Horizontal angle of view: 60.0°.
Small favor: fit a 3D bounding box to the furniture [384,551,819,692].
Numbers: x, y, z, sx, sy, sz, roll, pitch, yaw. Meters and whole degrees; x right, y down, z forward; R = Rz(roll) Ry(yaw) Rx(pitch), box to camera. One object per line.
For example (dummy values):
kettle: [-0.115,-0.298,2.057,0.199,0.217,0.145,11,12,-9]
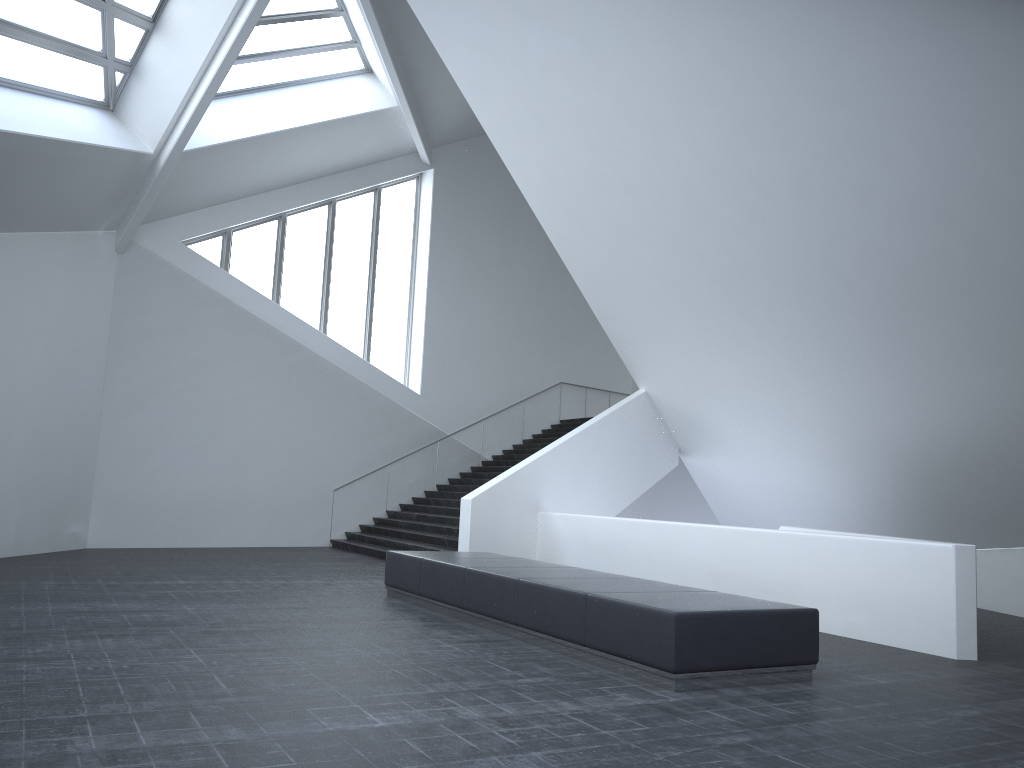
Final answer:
furniture: [0.416,2.263,9.251,1.488,0.580,5.742,7,-8,-29]
